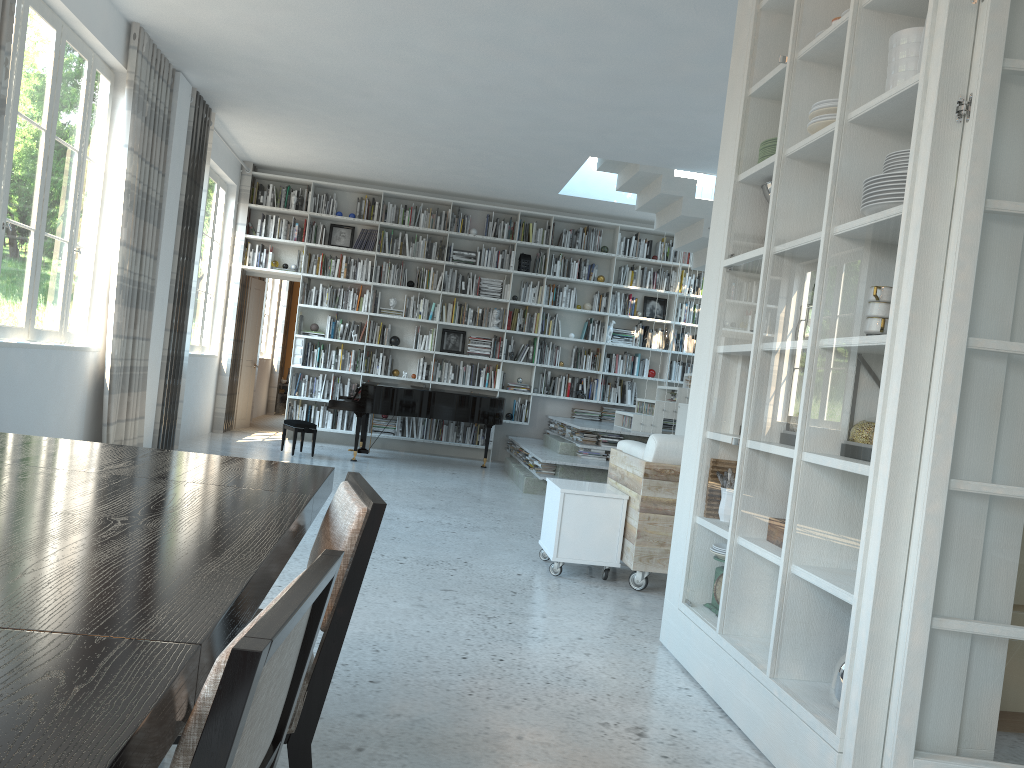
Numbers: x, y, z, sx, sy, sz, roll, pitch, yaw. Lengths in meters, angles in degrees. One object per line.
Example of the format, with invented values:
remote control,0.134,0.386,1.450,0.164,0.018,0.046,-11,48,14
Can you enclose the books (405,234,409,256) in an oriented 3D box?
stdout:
books,-1.291,-1.695,10.925,0.075,0.285,0.178,7,1,-7

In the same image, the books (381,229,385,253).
books,-1.587,-1.742,10.922,0.014,0.309,0.130,7,1,-7

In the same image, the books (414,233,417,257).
books,-1.194,-1.695,10.945,0.012,0.308,0.145,7,1,-7

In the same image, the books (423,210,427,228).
books,-1.082,-2.015,10.955,0.026,0.236,0.134,7,1,-7

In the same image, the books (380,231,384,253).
books,-1.599,-1.731,10.900,0.013,0.283,0.158,7,1,-7

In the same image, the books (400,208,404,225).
books,-1.363,-2.048,10.940,0.025,0.235,0.129,7,1,-7

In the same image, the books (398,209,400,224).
books,-1.390,-2.037,10.909,0.015,0.207,0.166,7,1,-7

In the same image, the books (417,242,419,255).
books,-1.165,-1.641,10.949,0.010,0.208,0.173,7,1,-7

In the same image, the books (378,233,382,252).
books,-1.616,-1.719,10.884,0.023,0.256,0.174,7,1,-7

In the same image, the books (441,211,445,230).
books,-0.859,-2.001,10.985,0.030,0.261,0.151,7,1,-7

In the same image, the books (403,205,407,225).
books,-1.322,-2.060,10.935,0.028,0.268,0.151,7,1,-7

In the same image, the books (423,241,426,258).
books,-1.079,-1.642,10.963,0.013,0.231,0.141,7,1,-7

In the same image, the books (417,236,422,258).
books,-1.144,-1.678,10.963,0.026,0.286,0.137,7,1,-7

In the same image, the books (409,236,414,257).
books,-1.244,-1.679,10.947,0.027,0.265,0.168,7,1,-7

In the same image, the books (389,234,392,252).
books,-1.499,-1.707,10.909,0.011,0.260,0.157,7,1,-7

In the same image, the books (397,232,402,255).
books,-1.386,-1.710,10.921,0.023,0.293,0.155,7,1,-7

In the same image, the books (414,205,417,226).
books,-1.193,-2.049,10.930,0.013,0.276,0.164,7,1,-7

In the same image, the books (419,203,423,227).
books,-1.128,-2.060,10.948,0.014,0.315,0.166,7,1,-7

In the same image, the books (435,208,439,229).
books,-0.933,-2.022,10.963,0.013,0.285,0.159,7,1,-7

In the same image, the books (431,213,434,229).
books,-0.985,-1.989,10.944,0.013,0.207,0.178,7,1,-7

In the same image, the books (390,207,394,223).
books,-1.472,-2.053,10.900,0.023,0.220,0.181,7,1,-7

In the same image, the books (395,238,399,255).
books,-1.416,-1.676,10.919,0.029,0.219,0.157,7,1,-7

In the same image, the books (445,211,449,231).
books,-0.811,-1.998,10.977,0.014,0.267,0.171,7,1,-7

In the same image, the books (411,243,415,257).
books,-1.221,-1.633,10.944,0.028,0.180,0.168,7,1,-7

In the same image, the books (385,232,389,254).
books,-1.537,-1.719,10.912,0.067,0.274,0.168,7,1,-7

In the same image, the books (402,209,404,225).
books,-1.345,-2.036,10.934,0.012,0.216,0.150,7,1,-7

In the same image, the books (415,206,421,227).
books,-1.161,-2.043,10.931,0.052,0.273,0.172,7,1,-7

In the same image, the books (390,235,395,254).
books,-1.467,-1.694,10.906,0.031,0.242,0.181,7,1,-7

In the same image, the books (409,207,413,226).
books,-1.246,-2.042,10.924,0.013,0.251,0.183,7,1,-7

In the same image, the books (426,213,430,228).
books,-1.044,-1.999,10.970,0.029,0.213,0.141,7,1,-7

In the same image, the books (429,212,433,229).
books,-1.002,-2.002,10.954,0.021,0.228,0.161,7,1,-7

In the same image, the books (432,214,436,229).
books,-0.965,-1.983,10.943,0.026,0.200,0.187,7,1,-7

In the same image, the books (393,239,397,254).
books,-1.444,-1.671,10.923,0.024,0.201,0.153,7,1,-7

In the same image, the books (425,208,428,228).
books,-1.061,-2.029,10.958,0.014,0.269,0.156,7,1,-7

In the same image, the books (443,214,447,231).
books,-0.832,-1.980,10.968,0.026,0.225,0.172,7,1,-7

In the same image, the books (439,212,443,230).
books,-0.887,-1.992,10.974,0.026,0.237,0.149,7,1,-7

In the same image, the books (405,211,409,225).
books,-1.296,-2.023,10.930,0.030,0.201,0.152,7,1,-7

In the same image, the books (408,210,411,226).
books,-1.260,-2.026,10.923,0.011,0.216,0.160,7,1,-7

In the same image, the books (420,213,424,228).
books,-1.112,-1.996,10.944,0.031,0.190,0.181,7,1,-7

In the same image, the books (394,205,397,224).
books,-1.430,-2.063,10.903,0.012,0.250,0.174,7,1,-7

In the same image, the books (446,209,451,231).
books,-0.789,-2.007,10.975,0.026,0.288,0.176,7,1,-7

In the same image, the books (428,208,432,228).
books,-1.016,-2.022,10.944,0.014,0.266,0.192,7,1,-7

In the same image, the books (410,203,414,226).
books,-1.232,-2.065,10.928,0.010,0.299,0.151,7,1,-7

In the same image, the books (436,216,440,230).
books,-0.917,-1.970,10.961,0.031,0.185,0.176,7,1,-7

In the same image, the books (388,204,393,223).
books,-1.498,-2.074,10.900,0.031,0.255,0.145,7,1,-7

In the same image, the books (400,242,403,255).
books,-1.366,-1.651,10.936,0.034,0.180,0.160,7,1,-7

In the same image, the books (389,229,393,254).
books,-1.483,-1.733,10.901,0.012,0.315,0.171,7,1,-7

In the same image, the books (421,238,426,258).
books,-1.098,-1.660,10.964,0.028,0.261,0.135,7,1,-7

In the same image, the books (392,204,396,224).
books,-1.448,-2.066,10.905,0.023,0.251,0.170,7,1,-7

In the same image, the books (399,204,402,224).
books,-1.375,-2.064,10.912,0.010,0.264,0.160,7,1,-7

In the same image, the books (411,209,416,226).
books,-1.218,-2.031,10.942,0.029,0.235,0.130,7,1,-7

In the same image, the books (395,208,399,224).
books,-1.410,-2.040,10.893,0.029,0.208,0.178,7,1,-7

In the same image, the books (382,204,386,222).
books,-1.572,-2.074,10.886,0.029,0.237,0.156,7,1,-7

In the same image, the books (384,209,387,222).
books,-1.551,-2.044,10.905,0.024,0.183,0.133,7,1,-7

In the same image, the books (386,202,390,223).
books,-1.524,-2.089,10.916,0.021,0.279,0.140,7,1,-7

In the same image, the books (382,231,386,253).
books,-1.574,-1.730,10.901,0.010,0.287,0.148,7,1,-7

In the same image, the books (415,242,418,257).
books,-1.185,-1.646,10.973,0.024,0.212,0.128,7,1,-7

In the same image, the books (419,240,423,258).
books,-1.122,-1.645,10.943,0.021,0.226,0.191,7,1,-7

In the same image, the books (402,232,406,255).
books,-1.336,-1.715,10.945,0.013,0.315,0.135,7,1,-7

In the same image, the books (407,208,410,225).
books,-1.272,-2.037,10.929,0.013,0.234,0.154,7,1,-7
